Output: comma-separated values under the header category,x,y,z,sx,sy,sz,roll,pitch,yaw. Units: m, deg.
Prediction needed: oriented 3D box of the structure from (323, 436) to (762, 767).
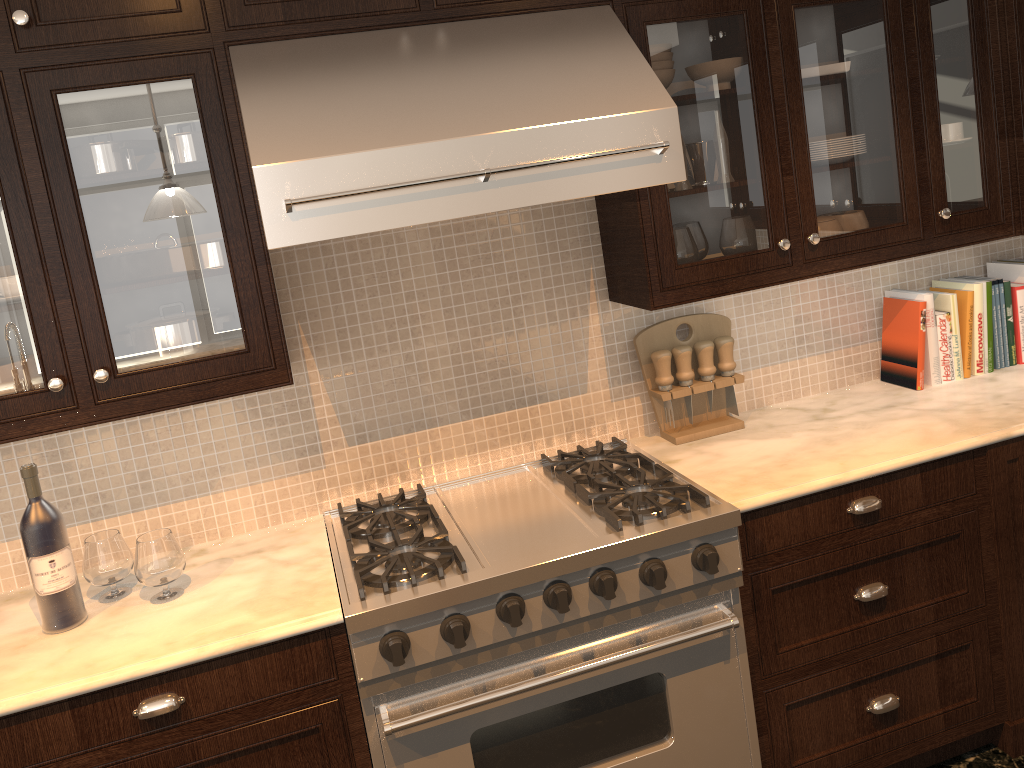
category,x,y,z,sx,sy,sz,roll,pitch,yaw
structure,0.061,0.700,2.282,0.910,0.827,0.726,-12,10,-14

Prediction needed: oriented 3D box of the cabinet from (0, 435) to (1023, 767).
category,x,y,z,sx,sy,sz,roll,pitch,yaw
cabinet,0.569,0.871,1.588,3.382,0.869,2.342,-12,13,-14

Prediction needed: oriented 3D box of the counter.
category,x,y,z,sx,sy,sz,roll,pitch,yaw
counter,0.498,0.429,1.526,3.382,0.031,2.342,-12,13,-14

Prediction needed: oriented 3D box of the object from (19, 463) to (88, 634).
category,x,y,z,sx,sy,sz,roll,pitch,yaw
object,-1.033,0.359,1.961,0.094,0.373,0.096,-9,8,1

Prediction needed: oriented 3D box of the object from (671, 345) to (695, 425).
category,x,y,z,sx,sy,sz,roll,pitch,yaw
object,0.511,0.003,2.591,0.061,0.234,0.062,-1,12,45

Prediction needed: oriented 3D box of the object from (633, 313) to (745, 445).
category,x,y,z,sx,sy,sz,roll,pitch,yaw
object,0.540,-0.024,2.607,0.317,0.345,0.111,-12,9,-15

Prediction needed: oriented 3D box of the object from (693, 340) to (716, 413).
category,x,y,z,sx,sy,sz,roll,pitch,yaw
object,0.579,-0.017,2.609,0.061,0.223,0.062,-1,12,45

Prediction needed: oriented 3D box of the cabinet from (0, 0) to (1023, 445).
category,x,y,z,sx,sy,sz,roll,pitch,yaw
cabinet,0.335,-0.609,1.386,3.381,1.239,2.333,-12,12,-14

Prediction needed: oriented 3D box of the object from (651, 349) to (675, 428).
category,x,y,z,sx,sy,sz,roll,pitch,yaw
object,0.448,0.013,2.574,0.062,0.226,0.061,-14,10,-32

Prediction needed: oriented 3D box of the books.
category,x,y,z,sx,sy,sz,roll,pitch,yaw
books,1.476,-0.207,2.849,0.606,0.307,0.196,-12,10,-15

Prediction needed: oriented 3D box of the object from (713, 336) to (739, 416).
category,x,y,z,sx,sy,sz,roll,pitch,yaw
object,0.643,-0.026,2.626,0.061,0.234,0.062,-2,11,39

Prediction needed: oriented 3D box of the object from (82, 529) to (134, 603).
category,x,y,z,sx,sy,sz,roll,pitch,yaw
object,-0.958,0.432,2.096,0.113,0.149,0.113,-13,11,-22

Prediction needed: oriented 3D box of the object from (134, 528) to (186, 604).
category,x,y,z,sx,sy,sz,roll,pitch,yaw
object,-0.814,0.421,2.044,0.113,0.149,0.113,-13,11,-22

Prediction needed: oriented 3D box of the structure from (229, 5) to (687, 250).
category,x,y,z,sx,sy,sz,roll,pitch,yaw
structure,-0.159,-0.646,2.119,0.935,0.471,0.646,-12,12,-14
